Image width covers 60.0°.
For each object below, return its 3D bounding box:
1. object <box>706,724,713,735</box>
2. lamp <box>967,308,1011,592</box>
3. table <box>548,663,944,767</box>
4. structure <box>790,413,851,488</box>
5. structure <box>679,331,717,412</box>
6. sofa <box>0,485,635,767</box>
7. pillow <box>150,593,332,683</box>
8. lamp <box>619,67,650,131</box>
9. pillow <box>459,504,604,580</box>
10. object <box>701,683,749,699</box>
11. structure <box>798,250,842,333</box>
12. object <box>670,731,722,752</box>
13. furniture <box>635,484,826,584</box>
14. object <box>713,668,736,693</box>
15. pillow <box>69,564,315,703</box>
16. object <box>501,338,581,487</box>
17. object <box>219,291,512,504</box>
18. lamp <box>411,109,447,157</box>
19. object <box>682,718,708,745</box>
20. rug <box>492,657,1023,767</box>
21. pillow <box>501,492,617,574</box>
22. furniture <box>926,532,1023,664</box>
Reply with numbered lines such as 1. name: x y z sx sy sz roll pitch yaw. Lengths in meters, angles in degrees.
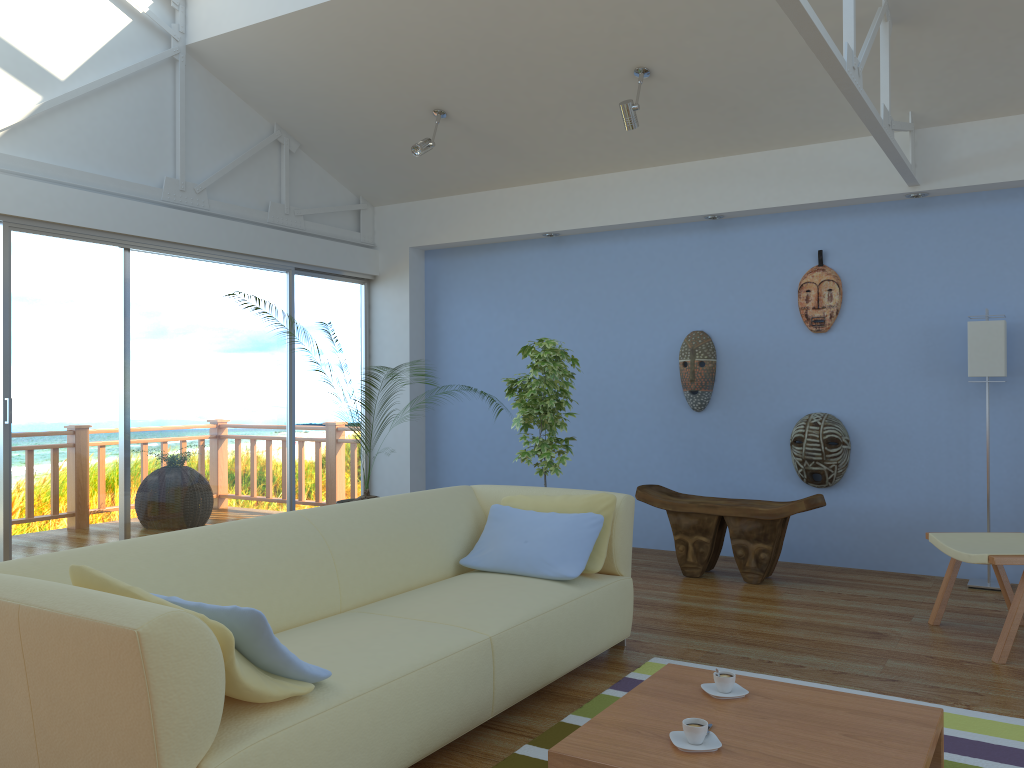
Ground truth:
1. object: 0.500 0.882 2.274 0.025 0.021 0.119 0 0 22
2. lamp: 2.606 0.350 4.854 0.200 1.520 0.200 0 0 31
3. table: 0.637 0.992 2.301 0.800 0.198 0.800 0 0 31
4. structure: 1.855 0.410 5.392 0.359 0.466 0.185 0 0 31
5. structure: 1.204 -0.084 5.830 0.254 0.541 0.115 0 0 31
6. sofa: -0.451 0.755 2.990 0.950 0.597 2.448 0 0 31
7. pillow: -0.745 0.636 2.257 0.566 0.244 0.272 0 0 29
8. lamp: 0.679 -1.595 4.961 0.195 0.351 0.127 0 0 -41
9. pillow: 0.071 0.640 3.594 0.566 0.244 0.272 0 0 34
10. object: 0.616 0.889 2.568 0.118 0.016 0.118 0 0 -14
11. structure: 1.886 -0.569 5.447 0.264 0.508 0.063 0 0 31
12. object: 0.455 0.888 2.199 0.118 0.016 0.118 0 0 -3
13. furniture: 1.244 0.864 5.143 1.100 0.507 0.329 0 0 32
14. object: 0.616 0.851 2.578 0.062 0.077 0.086 0 0 1
15. pillow: -0.788 0.598 2.171 0.571 0.312 0.275 0 0 29
16. object: 0.216 0.419 5.302 0.495 1.409 0.699 0 0 -16
17. object: -0.848 0.284 5.794 1.563 1.695 1.706 0 0 23
18. lamp: -0.536 -1.597 5.665 0.254 0.327 0.118 0 0 -41
19. object: 0.452 0.864 2.206 0.062 0.049 0.078 0 0 -23
20. rug: 0.623 1.100 2.307 1.400 0.018 2.100 0 0 31
21. pillow: 0.146 0.603 3.695 0.559 0.311 0.201 0 0 31
22. furniture: 2.133 0.893 3.804 0.449 0.427 0.619 0 0 1
